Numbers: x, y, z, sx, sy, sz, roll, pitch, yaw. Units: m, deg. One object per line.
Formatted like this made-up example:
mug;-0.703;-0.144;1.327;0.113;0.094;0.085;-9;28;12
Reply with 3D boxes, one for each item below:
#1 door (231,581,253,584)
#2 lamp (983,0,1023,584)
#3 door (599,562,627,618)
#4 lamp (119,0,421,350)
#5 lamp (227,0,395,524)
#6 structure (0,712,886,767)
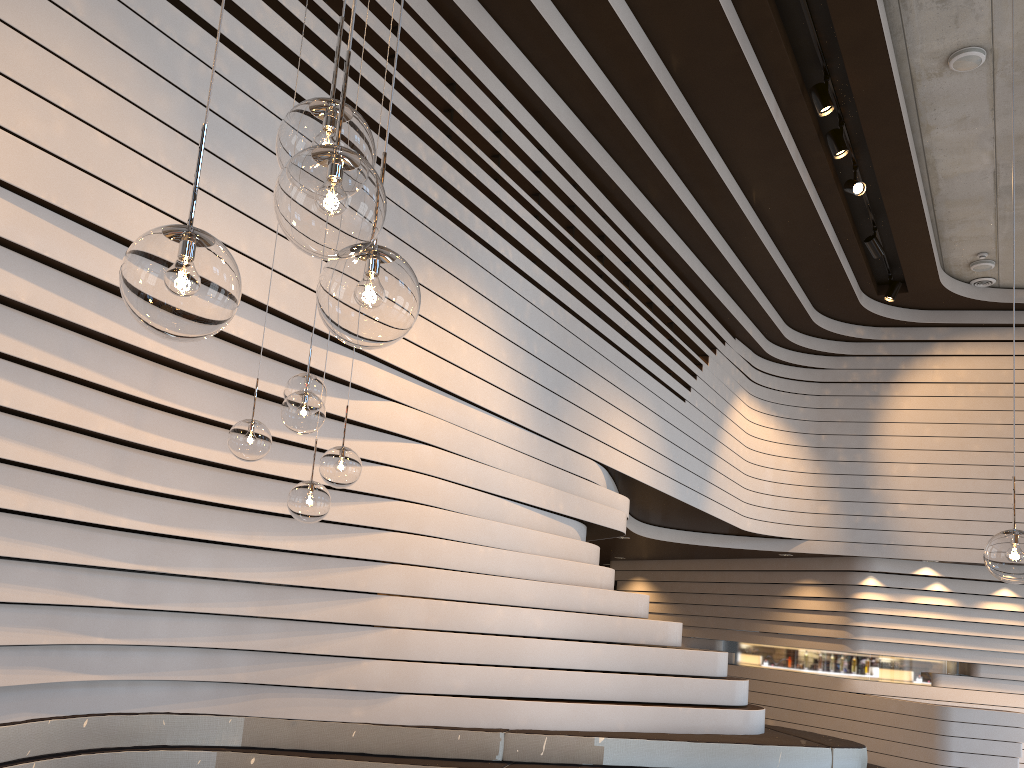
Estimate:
door;-2.027;2.218;7.105;0.976;2.069;0.165;-1;-11;30
lamp;3.352;-0.076;8.444;9.088;4.531;42.520;-3;-16;29
door;1.638;4.647;16.340;1.785;2.654;0.080;-3;-12;35
lamp;-0.230;-2.360;1.610;0.312;4.659;0.668;-2;-11;38
lamp;-0.672;-1.760;3.726;0.532;4.632;0.339;6;-9;-8
structure;-2.318;0.959;0.127;5.801;0.911;18.494;-2;-16;25
